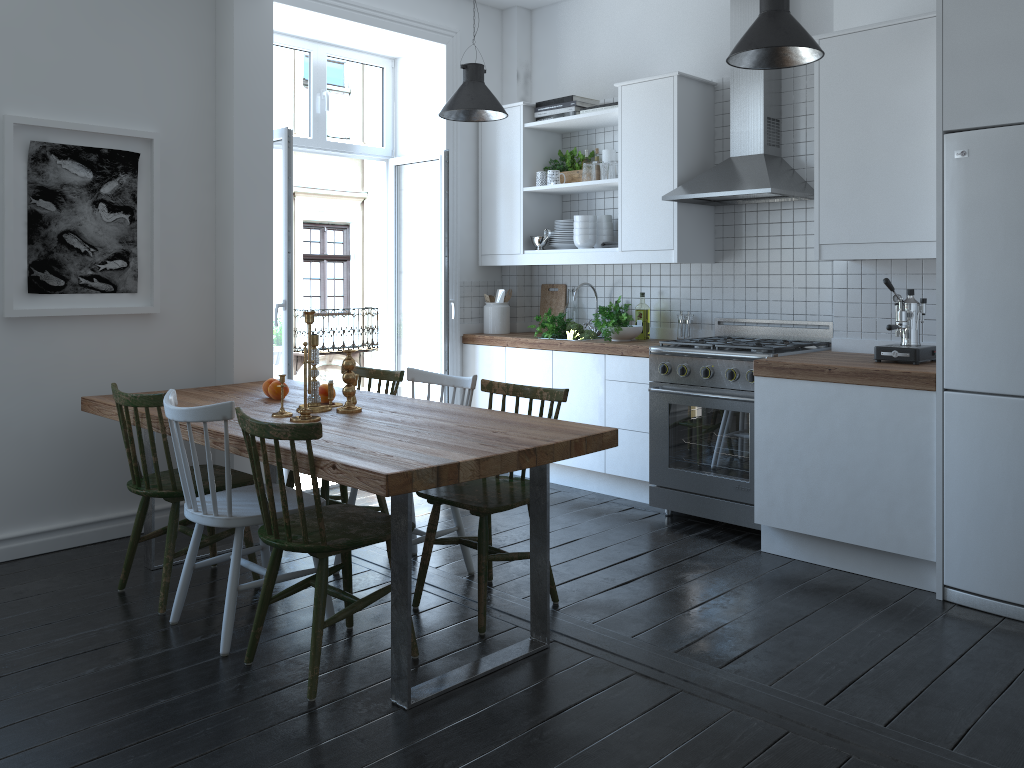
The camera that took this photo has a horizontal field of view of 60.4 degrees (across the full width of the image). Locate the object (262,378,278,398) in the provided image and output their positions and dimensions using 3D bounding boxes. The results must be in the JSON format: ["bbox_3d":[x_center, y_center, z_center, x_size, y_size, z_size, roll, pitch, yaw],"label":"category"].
[{"bbox_3d":[-1.073,0.018,3.945,0.088,0.090,0.084,2,4,35],"label":"object"}]

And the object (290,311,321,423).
[{"bbox_3d":[-0.775,-0.067,3.306,0.113,0.410,0.114,0,0,7],"label":"object"}]

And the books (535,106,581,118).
[{"bbox_3d":[0.353,-1.721,5.628,0.329,0.030,0.260,6,9,42],"label":"books"}]

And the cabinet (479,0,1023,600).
[{"bbox_3d":[1.092,-0.492,4.597,0.780,2.366,3.802,-1,4,-42],"label":"cabinet"}]

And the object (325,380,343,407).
[{"bbox_3d":[-0.759,0.036,3.688,0.102,0.114,0.102,2,4,30],"label":"object"}]

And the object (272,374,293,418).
[{"bbox_3d":[-0.889,0.044,3.408,0.080,0.160,0.080,0,1,2],"label":"object"}]

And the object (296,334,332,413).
[{"bbox_3d":[-0.800,-0.046,3.561,0.140,0.310,0.140,0,1,-3],"label":"object"}]

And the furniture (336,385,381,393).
[{"bbox_3d":[-1.179,0.248,6.762,0.923,0.374,0.401,6,7,44],"label":"furniture"}]

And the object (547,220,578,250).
[{"bbox_3d":[0.374,-0.949,5.633,0.306,0.194,0.301,-5,7,-44],"label":"object"}]

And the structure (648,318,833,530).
[{"bbox_3d":[1.175,0.188,4.562,0.701,1.018,0.723,2,3,44],"label":"structure"}]

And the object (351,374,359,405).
[{"bbox_3d":[-0.651,0.032,3.619,0.049,0.139,0.049,1,1,45],"label":"object"}]

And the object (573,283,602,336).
[{"bbox_3d":[0.512,-0.460,5.525,0.189,0.352,0.275,1,3,21],"label":"object"}]

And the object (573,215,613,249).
[{"bbox_3d":[0.502,-0.936,5.431,0.150,0.216,0.310,2,5,42],"label":"object"}]

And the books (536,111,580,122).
[{"bbox_3d":[0.367,-1.684,5.627,0.260,0.044,0.352,-6,9,-43],"label":"books"}]

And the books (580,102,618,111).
[{"bbox_3d":[0.633,-1.677,5.372,0.275,0.016,0.342,-7,9,-44],"label":"books"}]

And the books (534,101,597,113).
[{"bbox_3d":[0.369,-1.752,5.629,0.352,0.030,0.288,7,9,44],"label":"books"}]

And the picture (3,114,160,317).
[{"bbox_3d":[-2.005,-0.768,4.125,0.083,0.887,0.689,0,2,45],"label":"picture"}]

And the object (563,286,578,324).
[{"bbox_3d":[0.385,-0.482,5.770,0.098,0.317,0.098,1,1,45],"label":"object"}]

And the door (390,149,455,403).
[{"bbox_3d":[-0.619,-0.503,5.792,0.586,2.024,0.105,0,0,39],"label":"door"}]

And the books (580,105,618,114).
[{"bbox_3d":[0.627,-1.649,5.365,0.351,0.038,0.262,6,9,44],"label":"books"}]

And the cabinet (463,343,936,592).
[{"bbox_3d":[0.885,0.257,4.841,0.730,0.812,3.196,-2,6,-37],"label":"cabinet"}]

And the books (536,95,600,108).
[{"bbox_3d":[0.357,-1.787,5.634,0.260,0.038,0.326,-6,9,-43],"label":"books"}]

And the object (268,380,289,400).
[{"bbox_3d":[-1.027,0.028,3.875,0.091,0.088,0.083,-1,3,-19],"label":"object"}]

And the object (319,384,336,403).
[{"bbox_3d":[-0.801,0.041,3.787,0.085,0.084,0.089,-2,4,-33],"label":"object"}]

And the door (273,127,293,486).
[{"bbox_3d":[-1.412,-0.407,4.985,0.105,2.024,0.586,0,0,-40],"label":"door"}]

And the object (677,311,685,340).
[{"bbox_3d":[0.997,-0.340,5.169,0.059,0.172,0.059,0,1,-32],"label":"object"}]

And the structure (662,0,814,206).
[{"bbox_3d":[1.209,-1.626,4.661,0.634,1.303,0.529,1,2,45],"label":"structure"}]

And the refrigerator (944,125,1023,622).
[{"bbox_3d":[2.077,-0.065,3.407,0.576,1.800,0.682,1,1,45],"label":"refrigerator"}]

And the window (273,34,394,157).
[{"bbox_3d":[-1.216,-1.828,5.585,0.106,0.656,1.183,0,4,45],"label":"window"}]

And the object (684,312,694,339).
[{"bbox_3d":[1.026,-0.333,5.111,0.059,0.172,0.059,0,1,-32],"label":"object"}]

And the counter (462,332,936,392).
[{"bbox_3d":[0.839,-0.172,4.804,3.109,0.073,0.849,7,9,44],"label":"counter"}]

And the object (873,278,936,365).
[{"bbox_3d":[1.697,-0.277,3.834,0.206,0.369,0.354,2,3,44],"label":"object"}]

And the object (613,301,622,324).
[{"bbox_3d":[0.655,-0.405,5.498,0.085,0.230,0.085,0,1,10],"label":"object"}]

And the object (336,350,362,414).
[{"bbox_3d":[-0.652,-0.011,3.524,0.100,0.247,0.101,0,1,-22],"label":"object"}]
